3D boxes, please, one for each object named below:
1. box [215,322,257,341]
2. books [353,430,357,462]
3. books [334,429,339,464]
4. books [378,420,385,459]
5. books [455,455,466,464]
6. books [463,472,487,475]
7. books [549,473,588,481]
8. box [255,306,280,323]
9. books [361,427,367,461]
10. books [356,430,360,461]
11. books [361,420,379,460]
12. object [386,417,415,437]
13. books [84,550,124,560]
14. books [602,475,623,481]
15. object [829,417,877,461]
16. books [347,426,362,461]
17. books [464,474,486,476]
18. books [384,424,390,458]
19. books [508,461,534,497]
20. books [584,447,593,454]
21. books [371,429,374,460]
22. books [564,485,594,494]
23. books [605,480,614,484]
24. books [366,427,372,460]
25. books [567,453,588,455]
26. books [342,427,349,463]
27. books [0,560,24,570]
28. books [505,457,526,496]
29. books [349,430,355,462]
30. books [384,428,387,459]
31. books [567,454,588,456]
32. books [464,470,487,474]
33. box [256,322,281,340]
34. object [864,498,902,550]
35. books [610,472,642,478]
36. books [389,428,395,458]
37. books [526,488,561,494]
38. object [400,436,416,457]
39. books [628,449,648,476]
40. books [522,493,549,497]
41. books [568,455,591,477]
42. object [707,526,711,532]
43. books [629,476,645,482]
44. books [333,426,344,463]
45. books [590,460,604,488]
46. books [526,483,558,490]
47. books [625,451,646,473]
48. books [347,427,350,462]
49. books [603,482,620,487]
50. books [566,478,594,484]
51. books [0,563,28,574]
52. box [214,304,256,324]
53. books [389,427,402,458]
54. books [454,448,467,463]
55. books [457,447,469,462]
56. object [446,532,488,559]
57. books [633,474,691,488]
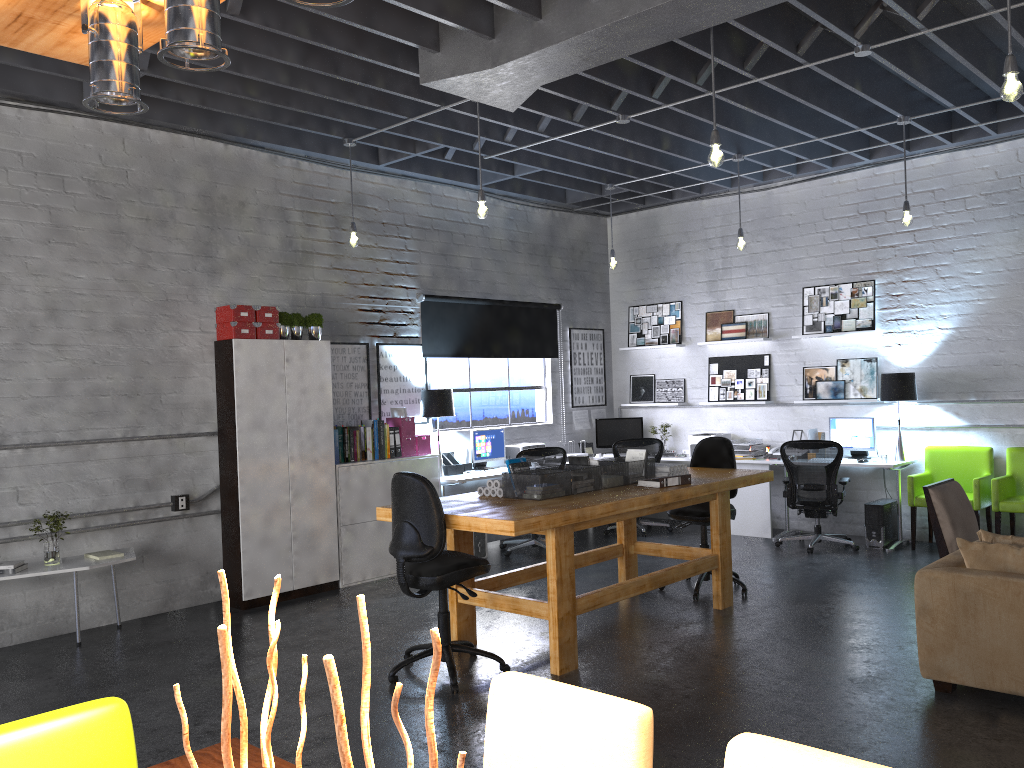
[{"bbox_3d":[-2.124,-0.402,6.829,0.270,0.131,0.206,-2,0,43],"label":"box"},{"bbox_3d":[-1.397,0.534,7.645,0.161,0.266,0.026,-2,1,43],"label":"books"},{"bbox_3d":[-1.534,0.528,7.495,0.174,0.286,0.045,-2,1,43],"label":"books"},{"bbox_3d":[-1.213,0.492,7.860,0.197,0.339,0.065,-2,1,43],"label":"books"},{"bbox_3d":[-0.508,0.788,8.731,0.134,0.176,0.020,-2,1,43],"label":"books"},{"bbox_3d":[-0.357,0.855,8.522,0.158,0.012,0.209,-2,0,-24],"label":"books"},{"bbox_3d":[0.359,0.598,5.693,0.232,0.027,0.184,-2,0,15],"label":"books"},{"bbox_3d":[-1.988,-0.537,6.981,0.268,0.133,0.206,-2,0,43],"label":"box"},{"bbox_3d":[-1.336,0.518,7.718,0.170,0.293,0.057,-2,1,43],"label":"books"},{"bbox_3d":[-1.377,0.533,7.664,0.161,0.266,0.027,-2,1,43],"label":"books"},{"bbox_3d":[-1.252,0.490,7.813,0.176,0.346,0.053,-2,1,43],"label":"books"},{"bbox_3d":[-1.016,0.393,8.101,0.214,0.177,0.161,-2,0,43],"label":"object"},{"bbox_3d":[-2.842,1.190,6.179,0.248,0.021,0.176,-2,0,42],"label":"books"},{"bbox_3d":[0.596,0.629,5.944,0.248,0.021,0.176,-2,0,42],"label":"books"},{"bbox_3d":[3.365,0.532,8.695,0.212,0.417,0.465,-2,0,-42],"label":"object"},{"bbox_3d":[-1.366,0.517,7.688,0.159,0.298,0.026,-2,1,43],"label":"books"},{"bbox_3d":[-0.356,0.867,8.519,0.158,0.012,0.213,-2,0,-22],"label":"books"},{"bbox_3d":[-1.152,0.510,7.904,0.159,0.298,0.026,-2,1,43],"label":"books"},{"bbox_3d":[0.069,0.591,5.508,0.097,0.209,0.157,-2,0,43],"label":"books"},{"bbox_3d":[0.887,0.773,10.240,0.102,0.076,0.037,-2,0,-32],"label":"books"},{"bbox_3d":[-1.278,0.530,7.783,0.161,0.266,0.027,-2,1,43],"label":"books"},{"bbox_3d":[0.369,0.671,5.690,0.250,0.031,0.185,-2,0,40],"label":"books"},{"bbox_3d":[0.596,0.649,5.944,0.248,0.021,0.176,-2,0,42],"label":"books"},{"bbox_3d":[-1.299,0.521,7.753,0.174,0.286,0.045,-2,1,43],"label":"books"},{"bbox_3d":[0.678,0.788,9.997,0.297,0.006,0.210,-2,0,43],"label":"books"},{"bbox_3d":[-1.467,0.518,7.570,0.182,0.302,0.034,-2,1,43],"label":"books"},{"bbox_3d":[-3.308,1.172,5.725,0.234,0.022,0.185,-2,0,-9],"label":"books"},{"bbox_3d":[0.054,0.580,5.541,0.108,0.234,0.166,-2,1,43],"label":"books"},{"bbox_3d":[-1.425,0.530,7.627,0.167,0.275,0.037,-2,1,43],"label":"books"},{"bbox_3d":[-1.173,0.527,7.888,0.161,0.266,0.026,-2,1,43],"label":"books"},{"bbox_3d":[0.676,0.799,9.993,0.297,0.006,0.210,-2,-1,45],"label":"books"},{"bbox_3d":[-0.351,0.844,8.523,0.170,0.010,0.212,-2,0,-21],"label":"books"},{"bbox_3d":[-1.982,-0.406,6.981,0.270,0.131,0.206,-2,0,43],"label":"box"},{"bbox_3d":[3.500,1.314,8.361,0.180,0.411,0.476,-2,0,43],"label":"object"},{"bbox_3d":[0.751,0.627,6.103,0.233,0.022,0.184,-2,0,41],"label":"books"},{"bbox_3d":[-1.140,0.528,7.964,0.060,0.267,0.219,-3,1,-42],"label":"books"},{"bbox_3d":[0.197,0.652,5.427,0.141,0.021,0.203,-2,0,44],"label":"books"},{"bbox_3d":[-1.010,0.569,8.103,0.214,0.177,0.161,-2,0,43],"label":"object"},{"bbox_3d":[0.878,0.566,6.231,0.171,0.210,0.046,-2,1,43],"label":"books"},{"bbox_3d":[0.195,0.677,5.428,0.155,0.029,0.226,-2,0,43],"label":"books"},{"bbox_3d":[0.453,0.578,5.849,0.158,0.214,0.063,-2,1,43],"label":"books"},{"bbox_3d":[2.246,1.367,9.636,0.180,0.411,0.476,-2,0,43],"label":"object"},{"bbox_3d":[0.763,0.653,6.103,0.249,0.031,0.184,-2,0,45],"label":"books"},{"bbox_3d":[-1.516,0.516,7.550,0.180,0.310,0.060,-2,1,43],"label":"books"},{"bbox_3d":[0.525,0.589,5.824,0.143,0.188,0.061,-2,1,43],"label":"books"},{"bbox_3d":[0.190,0.630,5.426,0.127,0.022,0.181,-2,0,38],"label":"books"},{"bbox_3d":[0.855,0.573,6.210,0.158,0.200,0.082,-2,1,43],"label":"books"},{"bbox_3d":[-1.461,0.518,7.610,0.182,0.302,0.034,-2,1,43],"label":"books"},{"bbox_3d":[0.597,0.669,5.944,0.248,0.021,0.176,-2,0,43],"label":"books"},{"bbox_3d":[0.369,0.622,5.690,0.205,0.022,0.250,-2,0,-42],"label":"books"},{"bbox_3d":[-3.299,1.199,5.733,0.250,0.031,0.185,-2,0,-5],"label":"books"},{"bbox_3d":[-2.129,-0.532,6.827,0.270,0.131,0.206,-2,0,43],"label":"box"},{"bbox_3d":[-1.099,0.525,8.009,0.220,0.271,0.082,-2,1,43],"label":"books"},{"bbox_3d":[-0.513,0.756,8.766,0.172,0.243,0.026,-2,1,43],"label":"books"},{"bbox_3d":[-0.492,0.753,8.789,0.179,0.247,0.026,-2,1,43],"label":"books"},{"bbox_3d":[-0.475,1.457,8.465,0.478,0.411,0.200,-2,0,43],"label":"object"},{"bbox_3d":[0.991,0.634,5.854,0.298,0.067,0.244,-2,0,-37],"label":"books"}]
